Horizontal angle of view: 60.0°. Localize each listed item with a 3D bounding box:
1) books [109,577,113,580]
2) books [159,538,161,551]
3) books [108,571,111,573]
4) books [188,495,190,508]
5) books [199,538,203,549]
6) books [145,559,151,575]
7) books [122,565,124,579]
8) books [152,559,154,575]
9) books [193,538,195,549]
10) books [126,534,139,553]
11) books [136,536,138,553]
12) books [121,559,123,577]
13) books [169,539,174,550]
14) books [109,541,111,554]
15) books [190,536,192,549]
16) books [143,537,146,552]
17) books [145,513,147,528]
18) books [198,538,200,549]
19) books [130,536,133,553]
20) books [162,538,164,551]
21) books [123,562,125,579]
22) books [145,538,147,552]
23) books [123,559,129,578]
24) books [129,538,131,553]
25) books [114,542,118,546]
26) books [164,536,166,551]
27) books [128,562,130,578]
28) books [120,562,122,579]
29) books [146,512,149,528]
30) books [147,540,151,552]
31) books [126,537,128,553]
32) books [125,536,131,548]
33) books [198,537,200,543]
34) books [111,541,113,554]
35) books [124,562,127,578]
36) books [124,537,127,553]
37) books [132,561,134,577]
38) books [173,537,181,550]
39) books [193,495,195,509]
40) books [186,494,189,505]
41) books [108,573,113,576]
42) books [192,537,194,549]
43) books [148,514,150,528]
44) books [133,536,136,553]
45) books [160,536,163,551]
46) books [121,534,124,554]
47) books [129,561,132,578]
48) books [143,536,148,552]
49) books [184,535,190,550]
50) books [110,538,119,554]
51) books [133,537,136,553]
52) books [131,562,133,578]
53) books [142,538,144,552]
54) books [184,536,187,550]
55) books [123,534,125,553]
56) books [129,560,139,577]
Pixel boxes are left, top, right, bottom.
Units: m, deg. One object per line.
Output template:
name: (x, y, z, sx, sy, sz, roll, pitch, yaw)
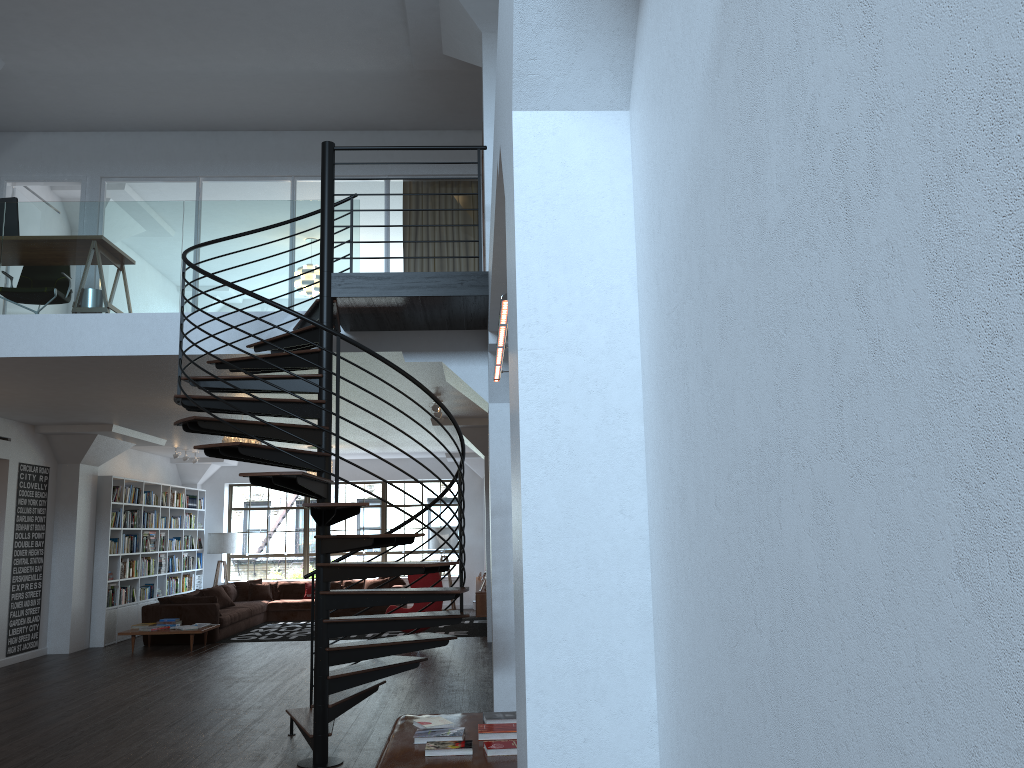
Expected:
books: (-5.932, 2.837, 12.893, 0.197, 0.035, 0.284, 1, -10, -12)
books: (-5.983, 2.699, 14.894, 0.161, 0.223, 0.030, -1, -9, -2)
books: (-5.936, 2.743, 12.908, 0.144, 0.025, 0.204, 1, -10, -12)
books: (-6.068, 2.179, 16.433, 0.183, 0.253, 0.042, -1, -9, -2)
books: (-6.064, 3.064, 17.057, 0.182, 0.215, 0.188, -1, -9, -2)
books: (-5.953, 2.972, 14.365, 0.183, 0.253, 0.034, -1, -9, -3)
books: (-5.913, 2.821, 13.323, 0.144, 0.207, 0.048, -1, -9, -2)
books: (-5.974, 3.002, 14.543, 0.183, 0.253, 0.034, -1, -9, -3)
books: (-6.048, 3.000, 16.645, 0.161, 0.207, 0.135, -1, -9, -3)
books: (-5.950, 2.498, 13.900, 0.176, 0.294, 0.102, -1, -9, -2)
books: (-5.937, 2.506, 13.836, 0.182, 0.253, 0.034, -1, -9, -2)
books: (-5.906, 2.768, 13.285, 0.140, 0.298, 0.044, -1, -9, -2)
books: (-6.002, 2.816, 15.552, 0.140, 0.206, 0.042, -1, -9, -2)
books: (-5.898, 2.372, 12.862, 0.136, 0.196, 0.045, -1, -9, -2)
books: (-6.050, 2.952, 16.504, 0.183, 0.253, 0.042, -1, -9, -2)
books: (-5.955, 2.567, 14.166, 0.174, 0.240, 0.054, -1, -9, -2)
books: (-5.961, 2.194, 14.223, 0.174, 0.239, 0.045, -1, -9, -2)
books: (-6.069, 3.052, 16.967, 0.167, 0.210, 0.162, -1, -9, -2)
books: (-5.936, 2.477, 13.664, 0.182, 0.253, 0.034, -1, -9, -2)
books: (-5.982, 2.717, 15.004, 0.161, 0.223, 0.030, -1, -9, -2)
books: (-5.930, 2.812, 13.368, 0.159, 0.241, 0.038, -1, -9, -2)
books: (-5.953, 2.588, 14.239, 0.161, 0.223, 0.032, -1, -9, -2)
books: (-5.935, 2.808, 13.500, 0.176, 0.290, 0.053, -1, -9, -2)
books: (-5.941, 2.477, 13.593, 0.167, 0.230, 0.037, -1, -9, -2)
books: (-5.891, 2.428, 13.110, 0.107, 0.167, 0.017, -1, -9, -2)
books: (-5.997, 2.723, 15.107, 0.171, 0.246, 0.036, -1, -9, -2)
books: (-5.954, 2.846, 13.569, 0.174, 0.240, 0.045, -1, -9, -2)
books: (-5.921, 2.785, 13.231, 0.189, 0.247, 0.057, -1, -9, -2)
books: (-5.966, 2.204, 14.323, 0.182, 0.253, 0.034, -1, -9, -2)
books: (-5.963, 2.623, 14.393, 0.161, 0.207, 0.135, -1, -9, -3)
books: (-5.933, 2.448, 13.469, 0.170, 0.245, 0.057, -1, -9, -2)
books: (-5.957, 2.472, 13.629, 0.182, 0.253, 0.034, -1, -9, -2)
books: (-6.085, 3.051, 17.004, 0.182, 0.226, 0.173, -1, -9, -2)
books: (-5.905, 2.395, 12.961, 0.134, 0.184, 0.030, -1, -9, -2)
books: (-5.929, 2.816, 13.415, 0.171, 0.246, 0.057, -1, -9, -2)
books: (-5.928, 2.443, 13.418, 0.174, 0.239, 0.045, -1, -9, -2)
books: (-5.939, 2.861, 13.703, 0.183, 0.253, 0.034, -1, -9, -2)
books: (-6.015, 2.865, 15.918, 0.140, 0.231, 0.042, -1, -9, -2)
books: (-6.073, 2.222, 16.691, 0.183, 0.253, 0.042, -1, -9, -2)
books: (-6.072, 2.172, 16.389, 0.183, 0.253, 0.042, -1, -9, -2)
books: (-5.935, 2.771, 12.899, 0.174, 0.032, 0.254, 0, -10, -7)
books: (-6.054, 2.976, 16.591, 0.174, 0.236, 0.142, -1, -9, -3)
books: (-5.978, 2.226, 14.390, 0.167, 0.230, 0.037, -1, -9, -2)
books: (-5.946, 2.500, 13.802, 0.182, 0.253, 0.034, -1, -9, -2)
books: (-5.984, 2.690, 14.936, 0.174, 0.251, 0.051, -1, -9, -2)
books: (-5.933, 2.398, 13.286, 0.197, 0.283, 0.065, -1, -9, -2)
books: (-5.934, 2.851, 13.621, 0.171, 0.246, 0.057, -1, -9, -2)
books: (-5.970, 2.579, 14.277, 0.183, 0.253, 0.042, -1, -9, -2)
books: (-6.053, 2.935, 16.419, 0.180, 0.259, 0.042, -1, -9, -2)
books: (-5.909, 2.402, 13.148, 0.140, 0.231, 0.042, -1, -9, -2)
books: (-5.938, 2.500, 13.762, 0.174, 0.239, 0.045, -1, -9, -2)
books: (-5.941, 2.866, 13.666, 0.168, 0.231, 0.037, -1, -9, -2)
books: (-5.954, 2.568, 14.122, 0.161, 0.223, 0.032, -1, -9, -2)
books: (-6.031, 2.901, 16.157, 0.174, 0.240, 0.054, -1, -9, -2)
books: (-5.931, 2.405, 13.346, 0.176, 0.290, 0.053, -1, -9, -2)
books: (-5.941, 2.888, 13.870, 0.183, 0.253, 0.034, -1, -9, -2)
